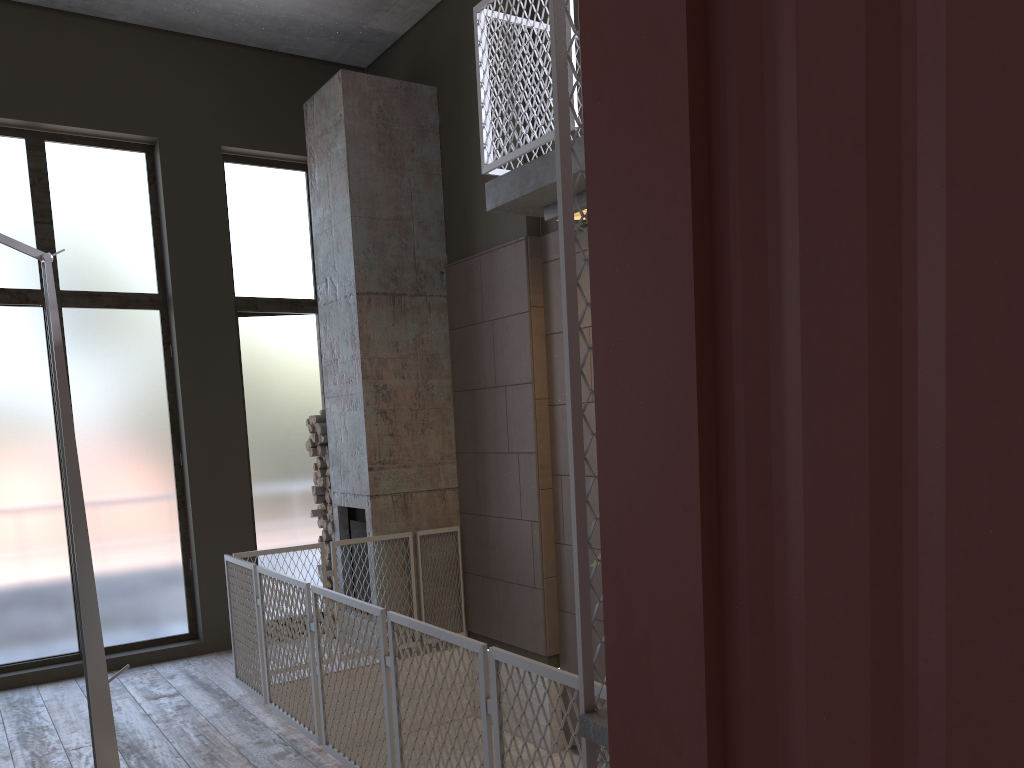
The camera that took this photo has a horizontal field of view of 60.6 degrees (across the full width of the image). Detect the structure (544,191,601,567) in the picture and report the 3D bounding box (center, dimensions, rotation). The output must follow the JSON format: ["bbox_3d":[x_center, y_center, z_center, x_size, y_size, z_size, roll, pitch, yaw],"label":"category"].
[{"bbox_3d":[1.250,0.460,4.763,0.998,3.861,2.619,-6,5,-33],"label":"structure"}]

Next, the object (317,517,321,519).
[{"bbox_3d":[-1.574,1.193,8.049,0.423,0.086,0.066,-2,2,-31],"label":"object"}]

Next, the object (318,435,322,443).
[{"bbox_3d":[-1.506,0.476,7.765,0.420,0.067,0.067,-1,1,-34],"label":"object"}]

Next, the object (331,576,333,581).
[{"bbox_3d":[-1.469,1.713,7.870,0.292,0.108,0.098,-2,1,-34],"label":"object"}]

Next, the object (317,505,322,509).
[{"bbox_3d":[-1.596,1.120,8.047,0.361,0.068,0.122,-1,-1,-34],"label":"object"}]

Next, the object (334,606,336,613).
[{"bbox_3d":[-1.429,1.965,7.785,0.291,0.104,0.100,-2,1,-34],"label":"object"}]

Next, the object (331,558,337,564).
[{"bbox_3d":[-1.361,1.551,7.797,0.477,0.084,0.093,-1,0,-32],"label":"object"}]

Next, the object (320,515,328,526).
[{"bbox_3d":[-1.519,1.226,8.010,0.453,0.090,0.090,-2,1,-32],"label":"object"}]

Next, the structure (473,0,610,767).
[{"bbox_3d":[0.612,-0.133,3.605,3.017,4.360,3.675,-5,3,-33],"label":"structure"}]

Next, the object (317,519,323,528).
[{"bbox_3d":[-1.568,1.262,8.083,0.435,0.093,0.091,-2,1,-32],"label":"object"}]

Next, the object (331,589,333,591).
[{"bbox_3d":[-1.455,1.887,7.999,0.477,0.084,0.093,-1,0,-32],"label":"object"}]

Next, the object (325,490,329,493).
[{"bbox_3d":[-1.497,0.959,7.877,0.357,0.075,0.064,-2,1,-31],"label":"object"}]

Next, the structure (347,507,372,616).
[{"bbox_3d":[-1.211,1.482,7.350,0.056,0.937,0.574,-7,5,-34],"label":"structure"}]

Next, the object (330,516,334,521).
[{"bbox_3d":[-1.465,1.169,7.696,0.249,0.048,0.063,-1,0,-34],"label":"object"}]

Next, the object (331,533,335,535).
[{"bbox_3d":[-1.432,1.296,7.834,0.361,0.068,0.122,-2,-1,-32],"label":"object"}]

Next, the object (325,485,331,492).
[{"bbox_3d":[-1.487,0.916,7.808,0.330,0.057,0.089,-1,-1,-32],"label":"object"}]

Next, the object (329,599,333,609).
[{"bbox_3d":[-1.436,1.963,7.956,0.452,0.090,0.090,-1,1,-35],"label":"object"}]

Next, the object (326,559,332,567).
[{"bbox_3d":[-1.473,1.586,7.939,0.432,0.080,0.115,-1,-1,-34],"label":"object"}]

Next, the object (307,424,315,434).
[{"bbox_3d":[-1.605,0.394,7.860,0.433,0.080,0.113,-1,-1,-34],"label":"object"}]

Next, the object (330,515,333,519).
[{"bbox_3d":[-1.403,1.165,7.795,0.420,0.068,0.067,-1,1,-32],"label":"object"}]

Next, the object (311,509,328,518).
[{"bbox_3d":[-1.613,1.158,7.950,0.420,0.073,0.071,-1,1,-32],"label":"object"}]

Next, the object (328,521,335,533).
[{"bbox_3d":[-1.465,1.245,7.710,0.291,0.104,0.100,-2,1,-34],"label":"object"}]

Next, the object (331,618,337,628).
[{"bbox_3d":[-1.474,2.178,8.095,0.435,0.094,0.092,-1,1,-34],"label":"object"}]

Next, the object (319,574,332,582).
[{"bbox_3d":[-1.538,1.749,8.070,0.453,0.090,0.090,-2,1,-31],"label":"object"}]

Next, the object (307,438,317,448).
[{"bbox_3d":[-1.608,0.522,7.896,0.453,0.090,0.091,-1,1,-34],"label":"object"}]

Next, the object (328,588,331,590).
[{"bbox_3d":[-1.576,1.878,8.025,0.420,0.073,0.071,-1,1,-32],"label":"object"}]

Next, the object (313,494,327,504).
[{"bbox_3d":[-1.575,1.029,7.995,0.453,0.090,0.090,-2,1,-31],"label":"object"}]

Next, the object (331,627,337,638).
[{"bbox_3d":[-1.416,2.241,8.004,0.477,0.084,0.093,-1,0,-34],"label":"object"}]

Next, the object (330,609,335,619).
[{"bbox_3d":[-1.529,2.078,8.025,0.292,0.108,0.098,-2,1,-32],"label":"object"}]

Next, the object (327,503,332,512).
[{"bbox_3d":[-1.426,1.090,7.827,0.435,0.094,0.092,-2,1,-32],"label":"object"}]

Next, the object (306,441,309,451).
[{"bbox_3d":[-1.651,0.553,7.974,0.435,0.093,0.091,-1,1,-34],"label":"object"}]

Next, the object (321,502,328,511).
[{"bbox_3d":[-1.512,1.098,7.985,0.433,0.080,0.114,-2,-1,-32],"label":"object"}]

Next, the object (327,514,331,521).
[{"bbox_3d":[-1.447,1.172,7.863,0.420,0.068,0.067,-1,1,-32],"label":"object"}]

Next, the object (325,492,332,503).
[{"bbox_3d":[-1.506,0.993,7.795,0.292,0.108,0.098,-2,1,-34],"label":"object"}]

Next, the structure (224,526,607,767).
[{"bbox_3d":[-0.015,1.527,4.989,1.916,0.942,4.428,-2,-2,-33],"label":"structure"}]

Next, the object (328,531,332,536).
[{"bbox_3d":[-1.484,1.316,7.922,0.357,0.075,0.064,-1,1,-35],"label":"object"}]

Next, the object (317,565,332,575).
[{"bbox_3d":[-1.526,1.665,7.989,0.477,0.084,0.093,-1,0,-34],"label":"object"}]

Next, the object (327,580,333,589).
[{"bbox_3d":[-1.475,1.818,8.060,0.433,0.080,0.114,-2,-1,-32],"label":"object"}]
